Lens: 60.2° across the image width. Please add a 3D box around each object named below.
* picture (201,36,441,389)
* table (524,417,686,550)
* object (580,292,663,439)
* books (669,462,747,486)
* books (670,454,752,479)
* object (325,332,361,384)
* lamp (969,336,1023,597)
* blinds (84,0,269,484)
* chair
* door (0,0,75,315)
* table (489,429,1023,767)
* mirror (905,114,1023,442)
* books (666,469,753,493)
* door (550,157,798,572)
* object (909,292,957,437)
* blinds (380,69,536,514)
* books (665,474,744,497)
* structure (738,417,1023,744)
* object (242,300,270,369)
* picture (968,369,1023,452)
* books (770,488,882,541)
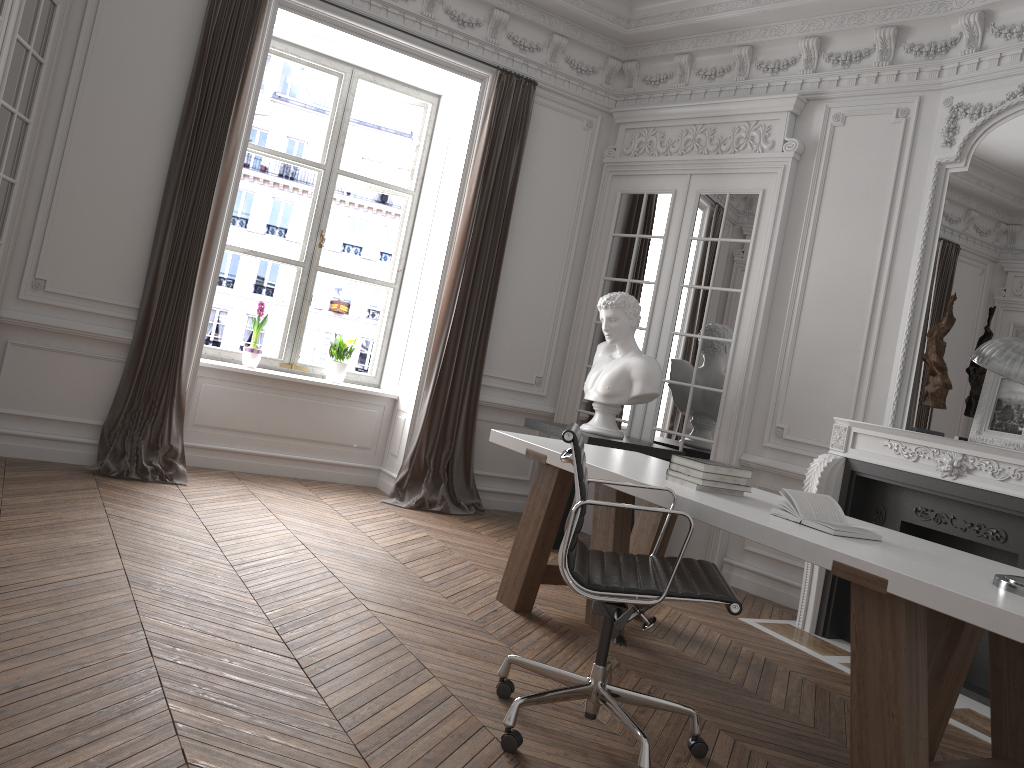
[{"bbox_3d":[0.539,-1.099,3.315,13.092,4.825,13.316,11,1,-37],"label":"picture"},{"bbox_3d":[0.521,0.695,5.674,0.762,0.753,0.771,12,-1,-29],"label":"table"},{"bbox_3d":[0.676,-0.127,5.657,0.389,0.928,0.636,13,-2,-29],"label":"object"},{"bbox_3d":[0.766,0.351,3.456,0.238,0.028,0.192,11,1,-31],"label":"books"},{"bbox_3d":[0.781,0.323,3.461,0.256,0.032,0.192,11,1,-31],"label":"books"},{"bbox_3d":[-1.248,-0.192,6.415,0.286,0.371,0.213,10,-2,39],"label":"object"},{"bbox_3d":[1.459,0.219,2.449,0.267,0.702,0.490,13,-2,-29],"label":"lamp"},{"bbox_3d":[-1.896,-0.995,5.257,0.577,3.117,0.311,13,-4,-24],"label":"blinds"},{"bbox_3d":[0.367,0.642,2.750,0.667,0.928,0.692,11,-2,-3],"label":"chair"},{"bbox_3d":[-2.575,-0.900,4.151,0.085,2.748,1.565,12,-2,-14],"label":"door"},{"bbox_3d":[0.838,0.812,3.328,0.894,0.752,2.635,12,1,-29],"label":"table"},{"bbox_3d":[2.599,-0.525,4.414,0.001,1.821,1.127,13,-3,-29],"label":"mirror"},{"bbox_3d":[0.771,0.378,3.456,0.257,0.023,0.213,11,1,-29],"label":"books"},{"bbox_3d":[1.011,-0.222,6.163,1.574,2.748,0.085,9,-4,45],"label":"door"},{"bbox_3d":[2.199,-0.110,4.561,0.166,0.757,0.141,11,-3,13],"label":"object"},{"bbox_3d":[-0.225,-0.679,6.152,0.771,3.116,0.344,13,-4,-35],"label":"blinds"},{"bbox_3d":[0.755,0.398,3.459,0.240,0.023,0.192,11,1,-27],"label":"books"},{"bbox_3d":[2.027,0.853,4.172,0.803,1.189,1.613,12,-1,-29],"label":"structure"},{"bbox_3d":[-1.780,-0.347,6.158,0.130,0.478,0.128,10,-3,21],"label":"object"},{"bbox_3d":[2.449,0.108,4.337,0.095,0.437,0.341,13,-2,-29],"label":"picture"},{"bbox_3d":[1.051,0.430,2.948,0.225,0.096,0.280,11,1,-27],"label":"books"}]
